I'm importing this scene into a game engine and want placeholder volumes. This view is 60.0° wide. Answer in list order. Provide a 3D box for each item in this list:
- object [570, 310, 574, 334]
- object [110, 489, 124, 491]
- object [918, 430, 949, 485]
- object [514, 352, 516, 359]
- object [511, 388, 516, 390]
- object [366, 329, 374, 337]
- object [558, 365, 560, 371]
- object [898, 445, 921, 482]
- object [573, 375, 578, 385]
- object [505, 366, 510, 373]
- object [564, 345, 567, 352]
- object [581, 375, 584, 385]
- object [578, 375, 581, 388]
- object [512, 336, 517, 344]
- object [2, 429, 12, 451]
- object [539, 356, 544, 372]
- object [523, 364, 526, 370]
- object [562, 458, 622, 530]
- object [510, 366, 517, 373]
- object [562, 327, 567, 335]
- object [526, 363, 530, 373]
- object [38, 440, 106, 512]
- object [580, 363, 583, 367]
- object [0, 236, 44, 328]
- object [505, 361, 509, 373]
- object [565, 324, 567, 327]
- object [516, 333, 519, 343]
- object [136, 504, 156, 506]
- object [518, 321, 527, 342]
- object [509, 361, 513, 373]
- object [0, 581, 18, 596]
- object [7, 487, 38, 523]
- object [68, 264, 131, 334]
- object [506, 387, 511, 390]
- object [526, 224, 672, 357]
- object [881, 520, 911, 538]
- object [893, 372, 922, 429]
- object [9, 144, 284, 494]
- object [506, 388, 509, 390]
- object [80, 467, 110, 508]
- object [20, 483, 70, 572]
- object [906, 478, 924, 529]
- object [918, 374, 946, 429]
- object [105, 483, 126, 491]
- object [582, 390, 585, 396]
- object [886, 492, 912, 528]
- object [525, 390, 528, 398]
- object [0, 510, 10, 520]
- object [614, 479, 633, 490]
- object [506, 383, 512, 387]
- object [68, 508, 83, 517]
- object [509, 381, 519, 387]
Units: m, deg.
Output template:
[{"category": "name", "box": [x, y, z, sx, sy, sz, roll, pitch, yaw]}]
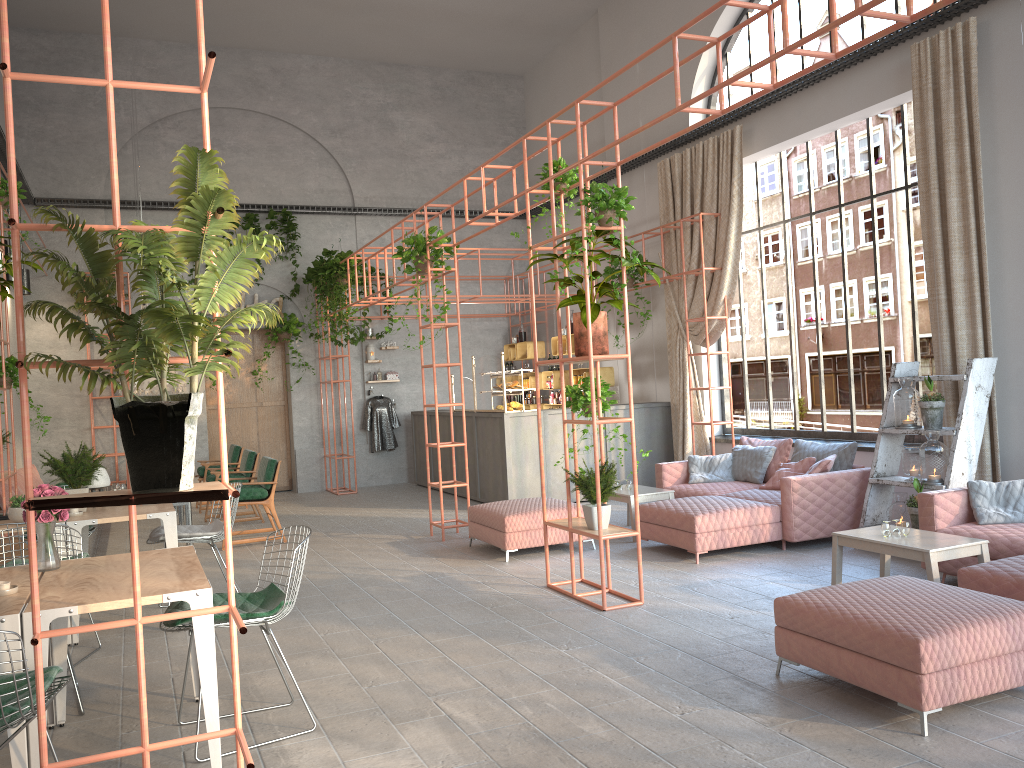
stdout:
[{"category": "object", "box": [0.934, -0.938, 13.532, 0.134, 0.386, 0.134, -3, 0, -35]}, {"category": "object", "box": [-2.983, 0.860, 6.710, 0.095, 0.119, 0.095, -3, 0, 1]}, {"category": "object", "box": [3.452, 0.599, 7.260, 0.219, 0.430, 0.216, -3, 0, -30]}, {"category": "object", "box": [0.106, -0.488, 15.249, 0.123, 0.142, 0.141, -3, 0, -23]}, {"category": "object", "box": [-0.023, 0.055, 11.902, 0.152, 0.046, 0.098, -3, 0, -11]}, {"category": "object", "box": [-2.420, -0.873, 15.075, 0.133, 0.145, 0.133, -3, 0, 29]}, {"category": "object", "box": [0.781, -0.287, 13.994, 0.115, 0.147, 0.115, -3, 0, -14]}, {"category": "object", "box": [3.392, 0.669, 7.490, 0.223, 0.297, 0.223, -3, 0, -4]}, {"category": "object", "box": [0.947, -0.036, 13.226, 0.069, 0.191, 0.069, -3, 0, -11]}, {"category": "object", "box": [-0.096, -0.237, 15.705, 0.115, 0.147, 0.115, -3, 0, 22]}, {"category": "object", "box": [0.863, -0.530, 13.485, 0.123, 0.142, 0.141, -3, 0, -23]}, {"category": "object", "box": [1.048, -0.042, 12.993, 0.069, 0.191, 0.069, -3, 0, -6]}, {"category": "object", "box": [1.012, -0.040, 13.076, 0.069, 0.191, 0.069, -3, 0, 12]}, {"category": "object", "box": [0.042, -0.756, 15.268, 0.088, 0.123, 0.088, -3, 0, 33]}, {"category": "object", "box": [-4.729, 0.580, 7.927, 0.438, 0.527, 0.368, -3, 0, -23]}, {"category": "object", "box": [0.484, -0.333, 14.661, 0.075, 0.273, 0.075, -3, 0, 33]}, {"category": "object", "box": [0.233, -0.262, 14.937, 0.083, 0.159, 0.083, -3, 0, -14]}, {"category": "object", "box": [0.605, 0.792, 6.435, 0.438, 0.527, 0.368, -3, 0, -23]}, {"category": "object", "box": [0.024, -0.244, 15.757, 0.115, 0.147, 0.115, -3, 0, 22]}, {"category": "object", "box": [0.799, -0.799, 13.504, 0.088, 0.123, 0.088, -3, 0, 33]}, {"category": "object", "box": [0.269, -0.264, 14.853, 0.083, 0.159, 0.083, -3, 0, -14]}, {"category": "object", "box": [-3.180, 0.669, 6.441, 0.438, 0.527, 0.368, -3, 0, -23]}, {"category": "object", "box": [1.026, -0.307, 13.090, 0.083, 0.159, 0.083, -3, 0, 22]}, {"category": "object", "box": [-4.682, -0.892, 7.893, 0.934, 0.947, 0.903, -3, 0, 28]}, {"category": "object", "box": [-0.085, -0.310, 15.829, 0.066, 0.291, 0.066, -3, 0, -17]}, {"category": "object", "box": [0.894, -0.894, 13.722, 0.134, 0.301, 0.134, -3, 0, -35]}, {"category": "object", "box": [0.137, -0.851, 15.486, 0.134, 0.301, 0.134, -3, 0, -35]}, {"category": "object", "box": [-2.740, 0.886, 6.690, 0.218, 0.041, 0.218, -3, 0, -15]}, {"category": "object", "box": [0.178, -0.895, 15.296, 0.134, 0.386, 0.134, -3, 0, 10]}, {"category": "object", "box": [-0.010, -0.314, 15.859, 0.066, 0.291, 0.066, -3, 0, 17]}, {"category": "object", "box": [-2.156, 0.862, 3.754, 0.115, 0.073, 0.115, -3, 0, -29]}, {"category": "object", "box": [-3.277, 0.816, 6.010, 0.248, 0.247, 0.254, -3, 0, -23]}, {"category": "object", "box": [-6.160, -1.289, 13.225, 0.900, 1.101, 0.894, -3, 0, 36]}, {"category": "object", "box": [-0.079, 0.048, 11.745, 0.146, 0.064, 0.101, -3, 0, -28]}, {"category": "object", "box": [0.625, -0.678, 6.382, 0.923, 0.946, 0.924, -3, 0, 33]}, {"category": "object", "box": [2.534, 0.992, 5.915, 0.199, 0.145, 0.156, -3, 0, -9]}, {"category": "object", "box": [3.419, 0.129, 7.677, 0.216, 0.500, 0.216, -3, 0, 9]}, {"category": "object", "box": [-1.156, -0.208, 2.800, 0.894, 1.100, 0.900, -3, 0, 6]}, {"category": "object", "box": [-0.109, 0.056, 11.847, 0.148, 0.053, 0.104, -3, 0, -24]}, {"category": "object", "box": [-3.195, 0.787, 6.767, 0.241, 0.313, 0.241, -3, 0, 22]}, {"category": "object", "box": [-2.232, 0.686, 4.256, 0.213, 0.414, 0.225, -3, 0, -31]}, {"category": "object", "box": [3.335, 0.999, 7.227, 0.236, 0.464, 0.225, -3, 0, 45]}, {"category": "object", "box": [3.519, 0.147, 7.437, 0.212, 0.457, 0.217, -3, 0, -6]}, {"category": "object", "box": [-3.100, 0.853, 6.893, 0.165, 0.154, 0.210, -3, 0, -34]}, {"category": "object", "box": [1.076, 0.137, 13.160, 0.115, 0.107, 0.115, -3, 0, 33]}, {"category": "object", "box": [3.268, 1.077, 7.464, 0.208, 0.320, 0.192, -3, 0, -18]}, {"category": "object", "box": [0.260, 0.196, 15.330, 0.074, 0.287, 0.072, -3, 0, 9]}, {"category": "object", "box": [-3.672, 0.946, 6.398, 0.268, 0.031, 0.427, -3, 0, -23]}, {"category": "object", "box": [1.141, 1.071, 9.162, 0.199, 0.145, 0.156, -3, 0, -9]}, {"category": "object", "box": [-0.071, 0.013, 11.696, 0.138, 0.050, 0.093, -3, 0, -7]}, {"category": "object", "box": [-3.090, 0.894, 6.259, 0.115, 0.078, 0.115, -3, 0, -18]}, {"category": "object", "box": [0.016, 0.001, 11.732, 0.142, 0.087, 0.094, -3, 0, -16]}]
